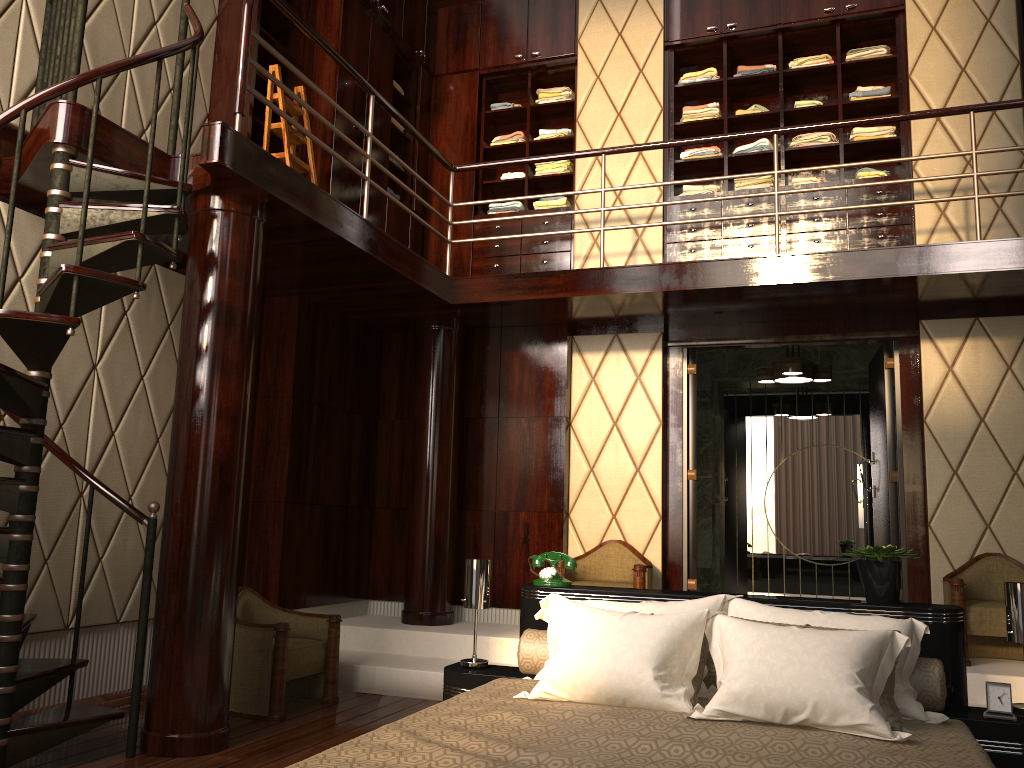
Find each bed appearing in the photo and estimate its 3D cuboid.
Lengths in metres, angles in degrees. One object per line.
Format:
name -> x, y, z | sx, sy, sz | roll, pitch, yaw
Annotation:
bed -> 0.411, 0.927, 2.206 | 1.985, 0.660, 2.381 | -2, -10, 20

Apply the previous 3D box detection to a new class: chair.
chair -> 2.508, 1.144, 4.525 | 0.571, 0.550, 0.462 | -2, -10, 20
chair -> 0.557, 1.196, 5.222 | 0.571, 0.550, 0.462 | -2, -10, 20
chair -> -1.148, 1.274, 4.292 | 0.462, 0.550, 0.571 | -2, -10, 20

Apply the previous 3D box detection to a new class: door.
door -> 1.756, 0.699, 5.783 | 1.435, 1.820, 0.828 | -1, -10, 18

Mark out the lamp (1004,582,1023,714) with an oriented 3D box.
lamp -> 1.587, 0.812, 2.744 | 0.106, 0.385, 0.109 | -3, -10, 27

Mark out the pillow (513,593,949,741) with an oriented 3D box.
pillow -> 0.596, 0.822, 2.706 | 1.322, 0.320, 0.685 | -2, -10, 21

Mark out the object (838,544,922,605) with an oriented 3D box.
object -> 1.292, 0.662, 3.103 | 0.256, 0.205, 0.241 | 2, -9, 2

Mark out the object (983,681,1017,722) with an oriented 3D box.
object -> 1.449, 0.944, 2.638 | 0.088, 0.103, 0.034 | -3, -10, 28

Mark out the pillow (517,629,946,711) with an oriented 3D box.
pillow -> 0.690, 0.951, 2.988 | 1.396, 0.167, 0.173 | -2, -10, 20

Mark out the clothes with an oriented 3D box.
clothes -> 1.380, -1.692, 6.001 | 4.996, 0.954, 0.818 | 0, -9, 13

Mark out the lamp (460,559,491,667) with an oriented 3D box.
lamp -> -0.133, 0.853, 3.322 | 0.106, 0.385, 0.109 | -3, -10, 27

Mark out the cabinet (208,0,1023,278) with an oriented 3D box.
cabinet -> 1.544, -1.784, 5.179 | 6.767, 2.432, 2.576 | -2, -10, 20

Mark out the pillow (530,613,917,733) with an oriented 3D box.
pillow -> 0.611, 0.843, 2.670 | 1.123, 0.271, 0.293 | -2, -10, 20

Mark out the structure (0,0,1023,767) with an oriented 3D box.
structure -> 1.061, -0.093, 3.700 | 6.107, 3.189, 3.750 | -2, -10, 20

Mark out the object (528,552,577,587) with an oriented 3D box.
object -> 0.160, 0.729, 3.504 | 0.158, 0.131, 0.178 | 5, -10, -17

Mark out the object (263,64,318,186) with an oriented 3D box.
object -> -1.178, -1.246, 4.867 | 0.258, 0.974, 0.275 | -2, -10, 20

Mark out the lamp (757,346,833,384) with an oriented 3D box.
lamp -> 1.935, -0.190, 6.252 | 0.515, 0.347, 0.467 | 9, -12, -39
